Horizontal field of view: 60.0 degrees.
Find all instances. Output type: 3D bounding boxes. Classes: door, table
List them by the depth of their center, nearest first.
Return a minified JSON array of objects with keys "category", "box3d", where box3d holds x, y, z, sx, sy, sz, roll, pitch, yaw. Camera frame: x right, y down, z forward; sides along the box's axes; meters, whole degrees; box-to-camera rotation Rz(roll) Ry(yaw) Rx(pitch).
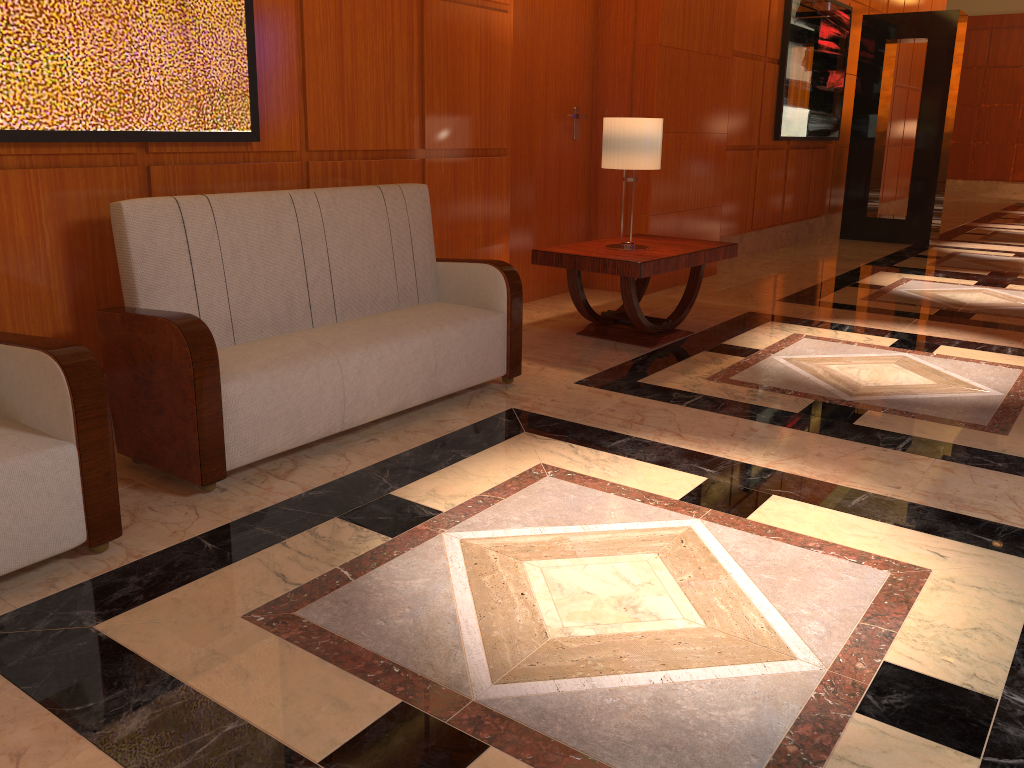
[{"category":"table","box3d":[0.753,-0.563,5.336,0.728,0.529,1.174,13,20,37]},{"category":"door","box3d":[0.287,-1.840,5.965,0.342,2.626,1.509,11,18,34]}]

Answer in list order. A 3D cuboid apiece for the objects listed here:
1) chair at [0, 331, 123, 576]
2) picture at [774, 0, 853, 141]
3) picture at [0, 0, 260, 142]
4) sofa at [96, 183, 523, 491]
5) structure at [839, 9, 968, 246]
[{"category":"chair","box3d":[-1.572,0.038,2.328,0.631,0.952,0.742,11,18,33]},{"category":"picture","box3d":[3.191,-3.302,9.307,0.057,1.438,2.009,11,18,34]},{"category":"picture","box3d":[-1.659,-1.509,2.797,0.057,1.438,2.009,11,18,34]},{"category":"sofa","box3d":[-0.715,-0.321,3.669,0.615,0.923,1.810,11,19,35]},{"category":"structure","box3d":[4.436,-2.882,10.096,0.989,2.474,0.503,11,17,35]}]
